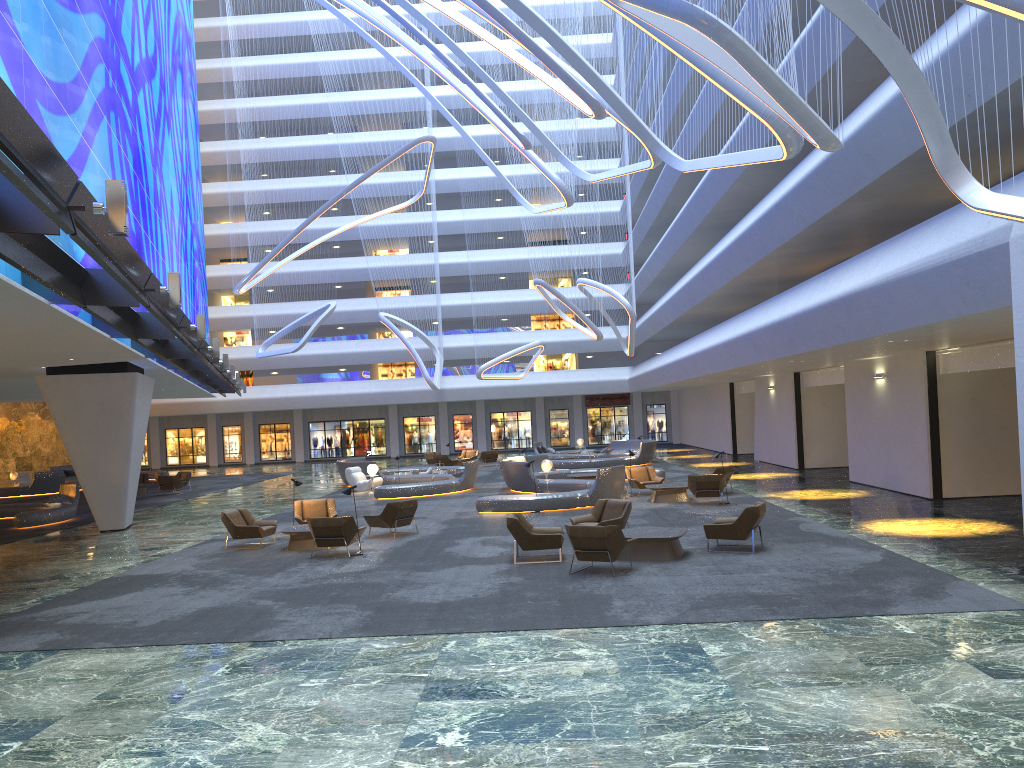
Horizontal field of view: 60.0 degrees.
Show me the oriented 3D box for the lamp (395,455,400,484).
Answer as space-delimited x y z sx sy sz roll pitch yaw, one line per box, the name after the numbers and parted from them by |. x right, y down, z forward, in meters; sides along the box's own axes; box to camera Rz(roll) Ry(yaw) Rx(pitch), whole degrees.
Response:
-3.808 3.011 29.719 0.202 1.300 0.384 -3 0 -23 | lamp

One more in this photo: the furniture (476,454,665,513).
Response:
1.412 2.778 26.529 5.188 0.969 9.926 -4 -2 19 | furniture

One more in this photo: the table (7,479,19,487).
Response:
-22.616 4.645 40.174 0.418 0.595 0.428 -3 -1 1 | table

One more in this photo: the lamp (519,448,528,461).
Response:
0.440 2.815 30.195 0.384 1.300 0.202 -3 0 19 | lamp

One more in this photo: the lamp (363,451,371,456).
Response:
-5.697 3.280 34.838 0.384 1.300 0.202 -3 0 -5 | lamp

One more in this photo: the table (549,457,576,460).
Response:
2.264 3.496 39.708 1.203 0.392 1.203 -3 -2 2 | table

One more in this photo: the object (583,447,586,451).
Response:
3.638 3.243 44.106 0.131 0.252 0.103 -3 0 -15 | object

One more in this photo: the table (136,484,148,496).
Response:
-14.968 4.196 34.884 1.202 0.392 1.204 -2 -2 -33 | table

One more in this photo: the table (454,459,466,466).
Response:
-2.899 3.847 42.423 1.204 0.392 1.202 -4 -2 37 | table

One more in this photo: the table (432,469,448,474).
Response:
-2.747 3.580 34.830 0.673 0.406 0.672 -2 -2 -36 | table

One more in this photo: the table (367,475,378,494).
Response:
-4.745 3.409 30.144 0.417 0.595 0.428 -3 -1 -24 | table

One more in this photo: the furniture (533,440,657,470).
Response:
3.744 3.168 41.491 5.185 0.969 9.932 -3 -2 -1 | furniture

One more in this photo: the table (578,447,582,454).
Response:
3.526 3.513 45.420 0.417 0.595 0.428 -2 -1 -44 | table

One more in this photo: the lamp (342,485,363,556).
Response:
-2.943 2.514 16.364 0.384 1.300 0.202 -3 0 19 | lamp

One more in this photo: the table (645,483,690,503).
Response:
4.099 2.840 23.087 1.203 0.392 1.203 -3 -2 2 | table

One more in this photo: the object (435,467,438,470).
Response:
-2.970 3.331 34.856 0.071 0.118 0.151 -3 -1 12 | object

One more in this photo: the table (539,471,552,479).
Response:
1.068 3.027 27.482 0.418 0.595 0.428 -3 -1 1 | table

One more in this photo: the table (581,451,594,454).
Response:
3.744 3.568 44.037 0.671 0.406 0.674 -3 -1 -2 | table

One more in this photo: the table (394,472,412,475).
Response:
-4.245 3.648 34.605 0.674 0.406 0.671 -3 -2 21 | table

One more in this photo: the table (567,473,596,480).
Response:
2.386 3.109 28.477 1.203 0.392 1.203 -3 -2 2 | table

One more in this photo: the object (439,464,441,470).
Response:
-2.849 3.209 34.942 0.066 0.356 0.076 -3 0 -31 | object

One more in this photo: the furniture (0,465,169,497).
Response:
-20.982 4.421 41.901 5.188 0.969 9.926 -4 -2 19 | furniture

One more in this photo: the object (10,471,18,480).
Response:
-22.598 4.154 40.203 0.367 0.387 0.318 -3 -1 9 | object

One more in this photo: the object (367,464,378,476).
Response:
-4.743 2.919 30.187 0.366 0.387 0.318 -3 -1 -16 | object

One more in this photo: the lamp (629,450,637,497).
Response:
3.343 2.484 24.733 0.202 1.300 0.384 -3 0 18 | lamp

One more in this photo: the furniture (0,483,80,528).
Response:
-17.579 3.723 26.350 9.932 0.969 5.185 -4 -2 19 | furniture

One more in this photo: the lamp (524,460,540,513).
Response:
0.487 2.532 21.945 0.384 1.300 0.202 -3 0 19 | lamp

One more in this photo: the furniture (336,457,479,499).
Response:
-3.974 3.246 32.403 5.184 0.969 9.933 -3 -2 -6 | furniture

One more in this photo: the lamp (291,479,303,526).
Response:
-4.706 2.706 19.391 0.202 1.300 0.384 -3 0 18 | lamp

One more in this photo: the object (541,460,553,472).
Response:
1.086 2.536 27.510 0.367 0.387 0.318 -3 -1 9 | object

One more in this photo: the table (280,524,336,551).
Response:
-3.951 3.062 17.746 1.203 0.392 1.203 -3 -2 2 | table

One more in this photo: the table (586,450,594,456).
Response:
3.563 3.349 40.648 0.418 0.595 0.428 -3 -1 -2 | table

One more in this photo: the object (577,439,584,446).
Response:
3.604 3.071 46.729 0.366 0.387 0.318 -3 -1 -16 | object

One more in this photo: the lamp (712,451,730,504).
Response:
5.107 2.292 21.706 0.384 1.300 0.202 -3 0 19 | lamp

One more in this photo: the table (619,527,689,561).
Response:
2.299 2.643 14.638 1.204 0.392 1.203 -4 -2 20 | table
